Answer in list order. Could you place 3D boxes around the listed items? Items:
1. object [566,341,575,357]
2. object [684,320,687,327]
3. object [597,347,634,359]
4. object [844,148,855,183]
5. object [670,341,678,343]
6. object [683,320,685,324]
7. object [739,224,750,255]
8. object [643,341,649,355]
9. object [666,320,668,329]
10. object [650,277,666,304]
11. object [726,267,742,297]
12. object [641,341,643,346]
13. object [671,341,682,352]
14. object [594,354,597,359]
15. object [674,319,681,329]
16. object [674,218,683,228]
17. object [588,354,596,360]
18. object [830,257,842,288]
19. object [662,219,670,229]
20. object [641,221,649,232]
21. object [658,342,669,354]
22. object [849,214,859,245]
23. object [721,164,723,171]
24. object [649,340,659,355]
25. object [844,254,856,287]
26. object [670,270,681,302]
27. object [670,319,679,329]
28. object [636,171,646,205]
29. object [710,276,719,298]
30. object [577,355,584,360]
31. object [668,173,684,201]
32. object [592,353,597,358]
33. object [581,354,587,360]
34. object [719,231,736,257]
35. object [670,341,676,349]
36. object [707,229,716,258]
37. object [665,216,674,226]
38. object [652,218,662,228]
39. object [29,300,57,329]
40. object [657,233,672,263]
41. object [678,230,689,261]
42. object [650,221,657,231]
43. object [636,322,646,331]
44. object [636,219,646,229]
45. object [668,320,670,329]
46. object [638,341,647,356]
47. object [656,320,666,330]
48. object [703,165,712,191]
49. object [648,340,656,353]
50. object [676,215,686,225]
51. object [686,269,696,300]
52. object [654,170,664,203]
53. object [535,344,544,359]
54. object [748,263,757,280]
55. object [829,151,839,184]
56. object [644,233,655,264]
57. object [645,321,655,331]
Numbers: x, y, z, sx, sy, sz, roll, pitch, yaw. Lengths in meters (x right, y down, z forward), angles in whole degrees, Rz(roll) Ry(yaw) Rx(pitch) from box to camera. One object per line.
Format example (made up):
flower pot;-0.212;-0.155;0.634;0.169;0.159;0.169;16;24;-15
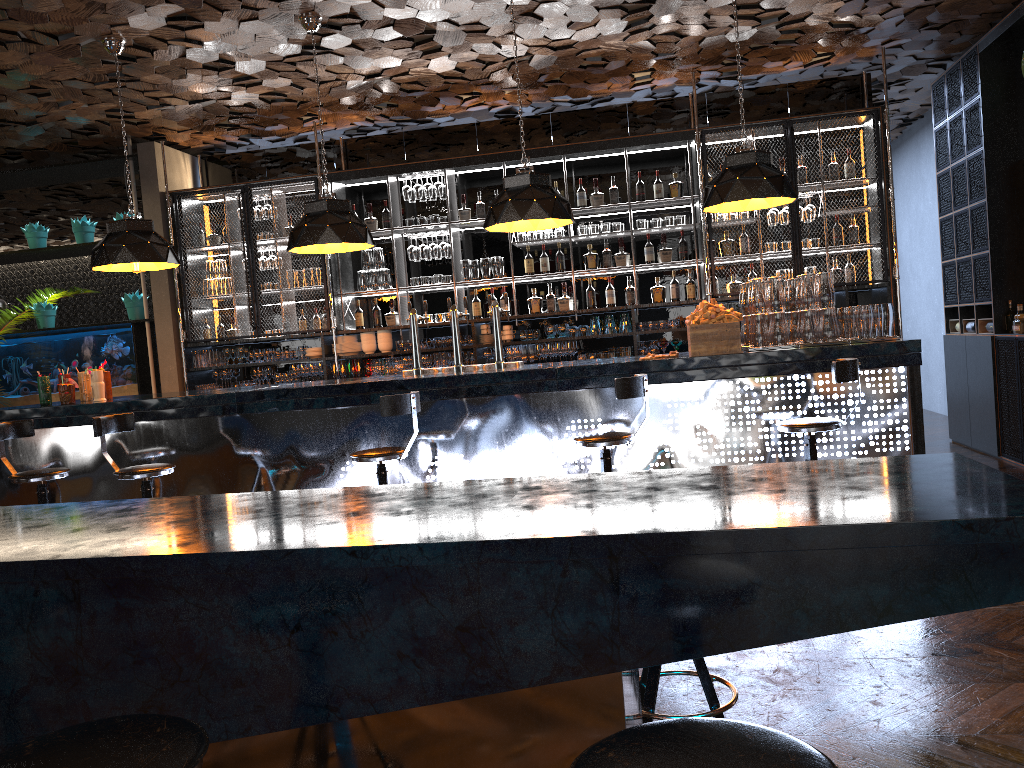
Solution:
object;0.544;-0.280;8.234;0.091;0.229;0.091;-6;3;-18
object;1.610;-0.551;8.057;0.088;0.070;0.098;-2;4;45
object;0.959;-0.268;8.257;0.356;0.134;0.206;-4;3;17
object;3.017;-1.954;7.930;0.086;0.298;0.086;-6;3;-26
object;1.522;-0.319;8.199;0.106;0.148;0.106;-3;3;38
object;1.628;-0.557;8.153;0.088;0.070;0.098;-3;3;33
object;2.122;-1.313;8.104;0.086;0.298;0.086;-6;3;-31
object;1.215;-0.305;8.182;0.089;0.174;0.089;-6;3;-30
object;1.390;-0.543;8.157;0.084;0.082;0.084;-3;3;37
object;1.359;-0.867;8.243;0.151;0.248;0.094;-4;3;19
object;2.030;-0.932;8.114;0.123;0.279;0.123;-5;3;-1
object;1.220;-0.310;8.277;0.089;0.174;0.089;-6;3;-30
object;1.504;-0.312;8.084;0.106;0.148;0.106;-4;3;19
object;0.759;-0.235;8.305;0.067;0.099;0.067;-6;3;-18
object;1.537;-0.562;8.302;0.084;0.082;0.084;-6;3;-30
object;1.550;-1.500;8.275;0.089;0.092;0.089;-7;4;-41
object;0.738;-0.227;8.182;0.067;0.099;0.067;-6;3;-18
object;2.911;-1.000;7.977;0.083;0.282;0.083;-5;3;-5
object;1.440;-1.491;8.282;0.089;0.092;0.089;-5;3;-5
object;1.238;-1.476;8.307;0.089;0.092;0.089;-7;3;-36
object;1.388;-0.303;8.102;0.106;0.148;0.106;-3;3;28
object;3.055;-1.375;7.931;0.083;0.282;0.083;-4;3;20
object;1.931;-1.860;8.075;0.123;0.279;0.123;-4;3;18
object;1.304;-0.310;8.130;0.089;0.174;0.089;-6;3;-30
object;3.036;-1.017;7.969;0.086;0.298;0.086;-6;3;-31
object;1.511;-0.904;8.230;0.086;0.298;0.086;-6;3;-31
object;1.473;-0.545;8.043;0.084;0.082;0.084;-5;3;-8
object;1.191;-1.817;8.218;0.086;0.299;0.086;-6;3;-31
object;1.854;-0.930;8.165;0.086;0.298;0.086;-6;3;-31
object;0.636;-0.220;8.202;0.067;0.100;0.067;-5;3;2
object;1.511;-1.814;8.161;0.151;0.248;0.094;-3;3;38
object;0.772;-0.240;8.401;0.067;0.099;0.067;-6;3;-18
object;0.668;-0.228;8.310;0.067;0.100;0.067;-5;3;2
object;1.970;-1.276;8.117;0.151;0.248;0.094;-4;3;19
object;1.539;-0.325;8.313;0.106;0.148;0.106;-7;4;-41
object;1.818;-1.283;8.142;0.083;0.282;0.083;-5;3;-5
object;1.446;-1.484;8.121;0.089;0.092;0.089;-7;4;-41
object;1.338;-1.478;8.178;0.089;0.092;0.089;-4;3;9
object;-4.852;-0.717;9.202;0.265;0.325;0.245;-6;3;-26
object;1.411;-1.250;8.198;0.123;0.279;0.123;-5;3;-1
object;1.580;-1.274;8.186;0.086;0.299;0.086;-6;3;-31
object;1.341;-1.485;8.324;0.089;0.092;0.089;-5;3;-5
object;1.181;-0.523;8.097;0.084;0.082;0.084;-5;3;2
object;1.191;-1.466;8.173;0.089;0.092;0.089;-5;3;-5
object;1.472;-0.549;8.143;0.084;0.082;0.084;-4;3;16
object;1.189;-0.298;8.090;0.089;0.174;0.089;-6;3;-30
object;1.356;-0.536;8.063;0.084;0.082;0.084;-3;3;27
object;1.789;-1.860;8.118;0.086;0.299;0.086;-6;3;-31
object;1.299;-0.314;8.230;0.089;0.174;0.089;-6;3;-30
object;1.545;-1.492;8.110;0.089;0.092;0.089;-5;3;-5
object;1.652;-0.913;8.192;0.080;0.299;0.080;-4;3;12
object;1.357;-1.830;8.218;0.086;0.298;0.086;-6;3;-31
object;0.257;-0.258;8.281;0.091;0.229;0.091;-5;3;-4
object;2.198;-0.956;8.102;0.086;0.299;0.086;-6;3;-31
object;2.876;-1.934;7.927;0.083;0.282;0.083;-3;3;25
object;1.275;-1.251;8.242;0.086;0.298;0.086;-6;3;-31
object;1.261;-0.529;8.081;0.084;0.082;0.084;-4;3;11
